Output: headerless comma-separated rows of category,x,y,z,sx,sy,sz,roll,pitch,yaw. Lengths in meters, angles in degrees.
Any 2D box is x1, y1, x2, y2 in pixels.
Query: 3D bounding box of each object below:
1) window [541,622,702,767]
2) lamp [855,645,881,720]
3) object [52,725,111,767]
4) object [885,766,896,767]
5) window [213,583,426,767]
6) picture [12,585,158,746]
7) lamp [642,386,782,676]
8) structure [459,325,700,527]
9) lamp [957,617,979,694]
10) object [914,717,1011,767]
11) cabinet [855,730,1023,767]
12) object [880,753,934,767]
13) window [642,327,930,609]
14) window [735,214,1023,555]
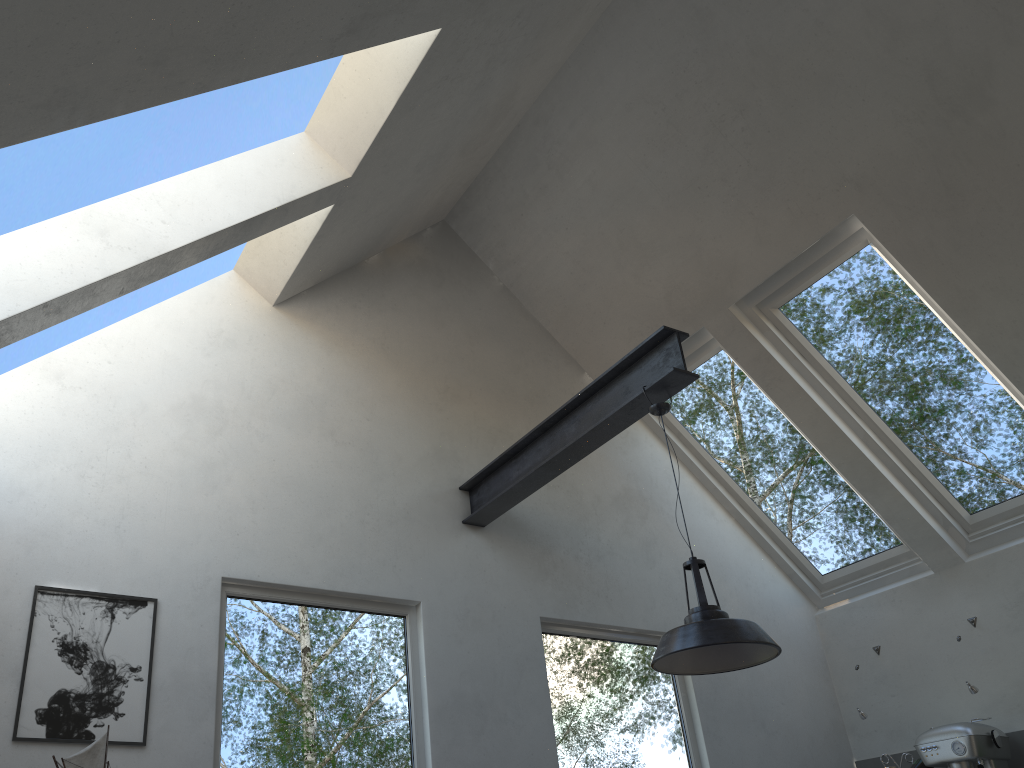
window,0.621,2.248,4.278,0.944,2.061,0.064,11,-33,-29
lamp,2.024,1.686,4.958,0.319,0.423,0.064,12,-34,-28
object,-1.385,1.510,2.591,0.758,0.959,0.151,12,-34,-28
object,1.203,1.345,2.659,0.091,0.334,0.094,-6,-29,-1
window,-0.774,1.884,3.559,0.944,2.061,0.064,11,-33,-29
picture,-1.626,1.083,3.366,0.453,0.565,0.027,12,-34,-28
lamp,0.632,0.479,3.233,0.412,1.062,0.464,12,-34,-29
structure,-0.041,0.496,4.366,0.130,0.202,2.713,13,-34,-29
lamp,2.366,1.384,4.488,0.325,0.422,0.063,20,-38,-37
object,2.241,1.911,4.306,0.410,0.484,0.385,13,-34,-29
cabinet,2.646,2.067,3.550,0.545,1.432,3.066,12,-34,-30
object,2.035,2.133,4.566,0.331,0.381,0.242,-3,-29,-3
window,1.576,0.529,5.292,1.425,1.352,0.894,13,-34,-28
window,2.117,0.032,4.527,1.418,1.345,0.894,13,-34,-28
